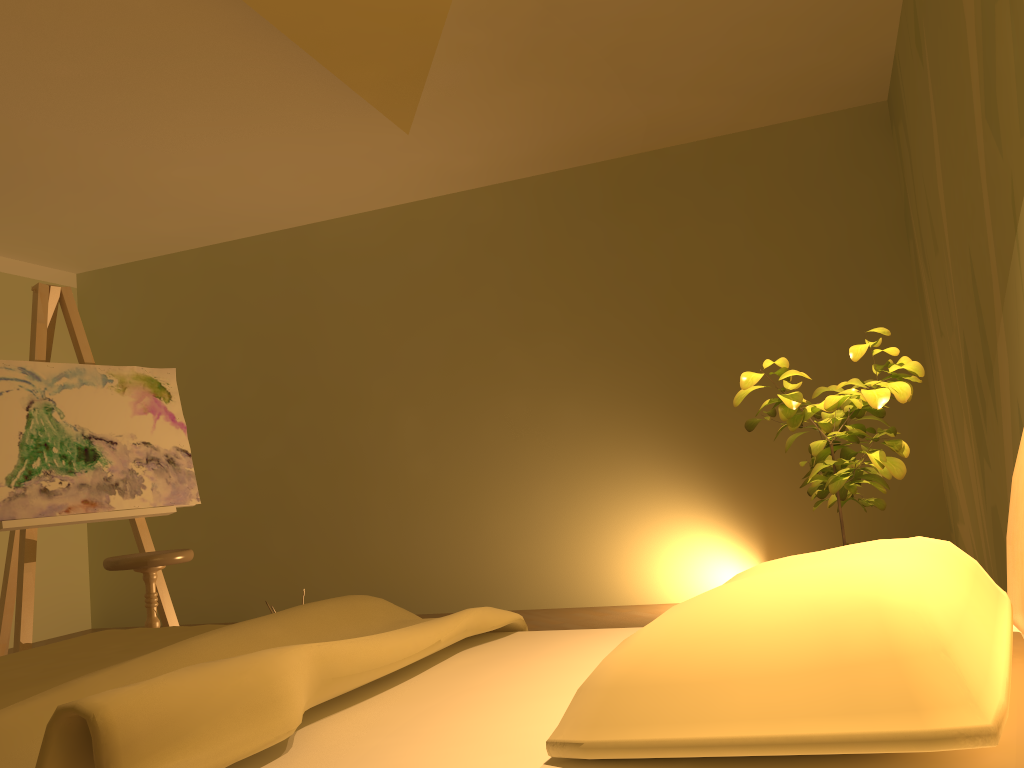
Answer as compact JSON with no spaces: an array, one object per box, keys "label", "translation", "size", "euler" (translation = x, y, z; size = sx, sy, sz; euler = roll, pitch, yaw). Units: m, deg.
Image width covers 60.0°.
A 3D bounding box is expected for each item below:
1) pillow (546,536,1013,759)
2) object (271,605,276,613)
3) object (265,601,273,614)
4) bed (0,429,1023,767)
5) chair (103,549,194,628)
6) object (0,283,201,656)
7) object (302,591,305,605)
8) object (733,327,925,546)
[{"label":"pillow","translation":[0.426,0.347,1.247],"size":[0.482,0.213,0.801],"euler":[-9,-7,29]},{"label":"object","translation":[-0.962,1.079,3.813],"size":[0.010,0.278,0.172],"euler":[-9,-7,31]},{"label":"object","translation":[-0.992,1.083,3.854],"size":[0.159,0.286,0.010],"euler":[-7,-6,14]},{"label":"bed","translation":[-0.220,0.449,1.484],"size":[2.378,0.894,1.286],"euler":[-8,-6,19]},{"label":"chair","translation":[-1.479,0.976,3.656],"size":[0.364,0.551,0.348],"euler":[-9,-7,30]},{"label":"object","translation":[-2.133,0.459,4.021],"size":[1.132,1.896,0.972],"euler":[-6,-6,2]},{"label":"object","translation":[-0.930,1.065,3.891],"size":[0.069,0.319,0.010],"euler":[0,-8,-44]},{"label":"object","translation":[0.728,0.388,2.001],"size":[0.372,0.944,0.828],"euler":[-7,-6,13]}]
